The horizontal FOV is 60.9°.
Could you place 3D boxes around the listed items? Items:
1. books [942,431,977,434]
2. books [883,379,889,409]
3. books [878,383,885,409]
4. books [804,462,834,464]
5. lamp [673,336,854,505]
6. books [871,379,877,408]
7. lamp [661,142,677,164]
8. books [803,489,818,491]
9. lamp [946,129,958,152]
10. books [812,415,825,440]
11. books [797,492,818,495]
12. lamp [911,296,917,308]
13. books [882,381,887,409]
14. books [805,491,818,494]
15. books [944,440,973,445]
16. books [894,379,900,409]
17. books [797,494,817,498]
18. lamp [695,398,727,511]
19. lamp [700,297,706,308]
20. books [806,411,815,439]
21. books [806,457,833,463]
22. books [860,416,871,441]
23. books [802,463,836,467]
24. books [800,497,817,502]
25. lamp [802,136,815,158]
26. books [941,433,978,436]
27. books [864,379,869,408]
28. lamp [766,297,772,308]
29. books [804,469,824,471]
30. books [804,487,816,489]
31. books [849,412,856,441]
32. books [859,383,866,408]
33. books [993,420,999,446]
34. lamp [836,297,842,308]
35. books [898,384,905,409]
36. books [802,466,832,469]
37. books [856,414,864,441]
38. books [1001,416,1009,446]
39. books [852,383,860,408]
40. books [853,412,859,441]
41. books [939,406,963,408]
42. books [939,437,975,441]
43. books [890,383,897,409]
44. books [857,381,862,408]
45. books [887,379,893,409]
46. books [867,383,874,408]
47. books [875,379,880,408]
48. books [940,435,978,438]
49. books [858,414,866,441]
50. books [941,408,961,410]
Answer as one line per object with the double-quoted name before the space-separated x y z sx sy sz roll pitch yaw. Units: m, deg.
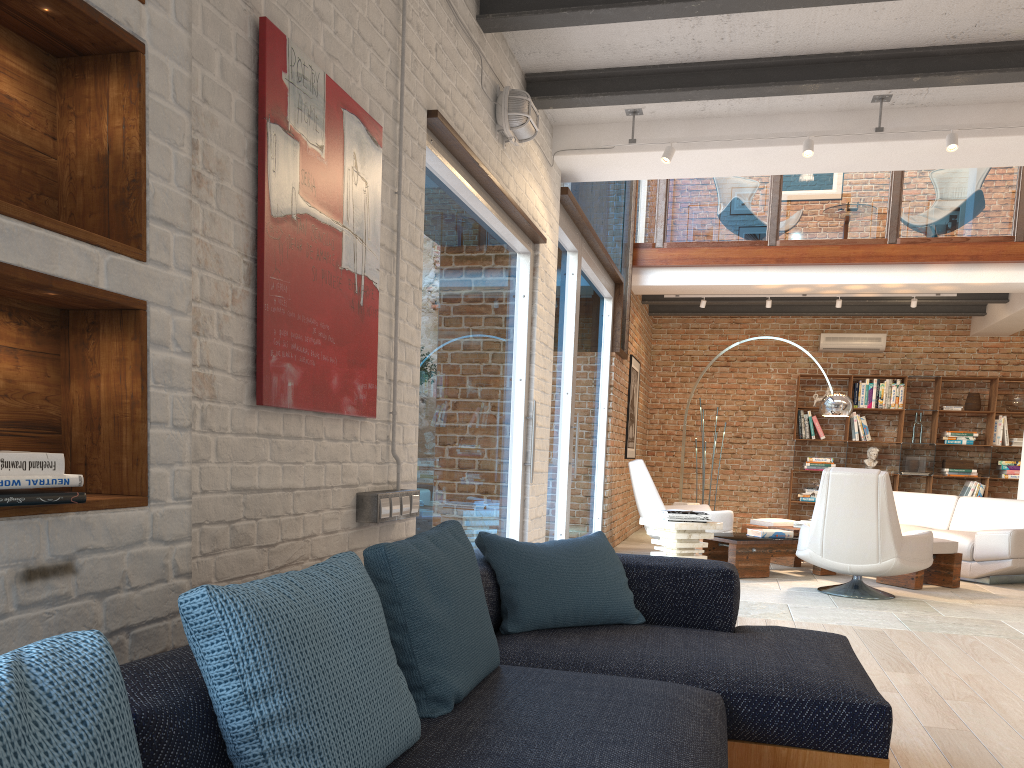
"books" 5.760 0.626 11.242 0.355 0.021 0.272 1 -4 13
"books" 4.890 0.141 11.424 0.036 0.387 0.242 4 3 15
"books" 4.816 0.165 11.416 0.055 0.332 0.253 4 3 15
"books" 4.116 1.058 11.694 0.355 0.021 0.272 1 -4 13
"lamp" 2.641 0.680 9.298 0.319 2.369 2.014 -3 4 -40
"books" 4.738 0.136 11.438 0.036 0.387 0.242 4 3 15
"lamp" 0.917 -1.352 5.112 0.087 0.130 0.058 1 4 -26
"books" 4.062 1.431 11.763 0.236 0.019 0.170 2 -4 7
"lamp" 2.393 -1.322 4.739 0.060 0.130 0.085 3 3 16
"books" 4.092 0.588 11.672 0.194 0.321 0.253 3 2 14
"books" 4.059 1.482 11.738 0.379 0.018 0.244 2 -4 7
"lamp" 4.356 -0.887 9.445 0.060 0.116 0.094 4 2 21
"books" 4.858 0.153 11.419 0.020 0.362 0.270 4 3 15
"books" 4.064 1.457 11.758 0.205 0.034 0.132 1 -4 14
"books" 5.758 0.756 11.245 0.325 0.056 0.255 0 -4 24
"books" 5.013 0.143 11.380 0.036 0.387 0.242 4 3 15
"books" 4.045 1.510 11.754 0.379 0.037 0.244 1 -4 14
"lamp" 2.552 1.104 11.404 0.419 1.837 0.196 1 6 -16
"lamp" 2.186 -0.926 9.970 0.059 0.130 0.085 1 3 -16
"books" 3.998 0.553 11.669 0.121 0.384 0.242 4 3 14
"books" 4.125 1.019 11.686 0.326 0.056 0.254 1 -4 16
"books" 4.654 0.594 11.508 0.158 0.332 0.253 3 2 14
"books" 4.112 1.085 11.678 0.379 0.037 0.244 2 -4 8
"books" 4.062 1.556 11.746 0.325 0.056 0.255 0 -4 24
"lamp" 1.672 -1.342 4.917 0.060 0.122 0.085 3 3 16
"books" 5.756 0.653 11.225 0.379 0.037 0.244 2 -4 8
"books" 4.648 0.135 11.466 0.036 0.387 0.242 4 3 15
"lamp" 2.887 -0.915 9.799 0.060 0.122 0.085 3 3 16
"books" 4.111 1.152 11.698 0.355 0.021 0.272 1 -4 14
"books" 4.067 1.403 11.739 0.251 0.017 0.162 1 -4 14
"books" 4.504 0.566 11.562 0.101 0.387 0.242 4 3 14
"books" 4.600 0.161 11.476 0.055 0.332 0.253 4 3 15
"books" 6.138 0.625 11.137 0.055 0.332 0.253 4 3 15
"lamp" 3.608 -0.896 9.621 0.060 0.130 0.085 3 3 16
"books" 5.064 0.173 11.387 0.055 0.332 0.253 4 3 15
"books" 4.101 1.122 11.691 0.379 0.037 0.244 2 -4 9
"books" 4.588 0.584 11.529 0.124 0.351 0.270 4 2 14
"books" 6.271 0.602 11.124 0.101 0.387 0.242 4 3 14
"books" 4.530 0.161 11.513 0.055 0.332 0.253 4 3 15
"books" 4.534 0.565 11.530 0.103 0.387 0.242 4 3 14
"books" 5.630 0.301 11.187 0.236 0.019 0.170 2 -4 7
"books" 5.742 0.709 11.253 0.379 0.037 0.244 1 -4 14
"books" 4.965 0.169 11.389 0.055 0.332 0.253 4 3 15
"books" 4.567 0.148 11.501 0.020 0.362 0.270 4 3 15
"books" 4.922 0.141 11.402 0.036 0.387 0.242 4 3 15
"books" 4.696 0.165 11.472 0.055 0.332 0.253 4 3 15
"books" 4.776 0.138 11.439 0.036 0.387 0.242 4 3 15
"books" 5.755 0.681 11.237 0.379 0.018 0.244 2 -4 7
"books" 4.611 0.585 11.532 0.124 0.351 0.270 4 2 14
"books" 5.633 0.327 11.182 0.205 0.034 0.132 1 -4 14
